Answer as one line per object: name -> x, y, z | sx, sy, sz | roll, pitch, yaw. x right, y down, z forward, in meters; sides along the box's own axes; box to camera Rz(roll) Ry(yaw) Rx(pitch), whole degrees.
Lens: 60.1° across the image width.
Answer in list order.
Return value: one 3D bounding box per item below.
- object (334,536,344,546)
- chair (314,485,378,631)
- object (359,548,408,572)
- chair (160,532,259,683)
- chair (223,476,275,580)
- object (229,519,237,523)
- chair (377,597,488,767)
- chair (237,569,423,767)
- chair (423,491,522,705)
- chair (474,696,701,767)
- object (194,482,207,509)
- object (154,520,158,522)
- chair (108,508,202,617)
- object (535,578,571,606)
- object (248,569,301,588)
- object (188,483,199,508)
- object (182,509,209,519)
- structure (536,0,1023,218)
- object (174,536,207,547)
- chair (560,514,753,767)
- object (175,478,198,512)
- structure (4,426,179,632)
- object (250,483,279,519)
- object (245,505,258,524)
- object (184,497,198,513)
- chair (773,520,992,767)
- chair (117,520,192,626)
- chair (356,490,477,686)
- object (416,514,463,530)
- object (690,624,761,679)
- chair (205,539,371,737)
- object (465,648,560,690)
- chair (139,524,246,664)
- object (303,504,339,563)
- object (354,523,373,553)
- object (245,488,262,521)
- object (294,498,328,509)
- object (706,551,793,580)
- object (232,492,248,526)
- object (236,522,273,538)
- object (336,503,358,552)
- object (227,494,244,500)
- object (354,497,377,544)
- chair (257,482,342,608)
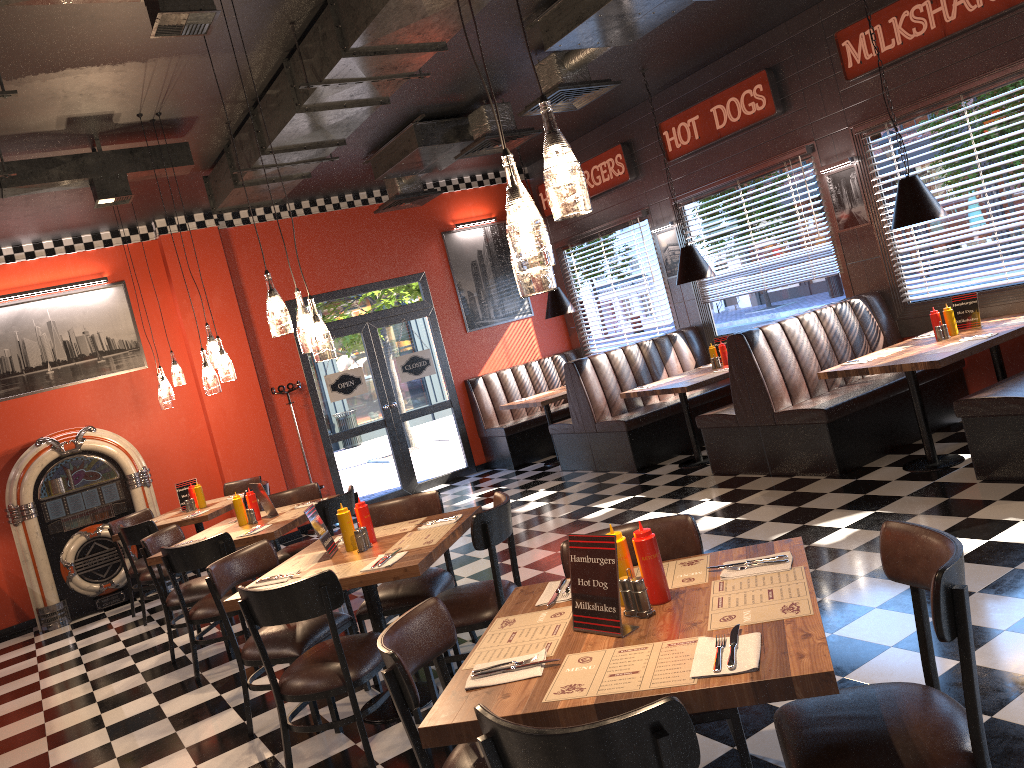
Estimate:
object -> -0.882, 0.814, 4.639 | 0.157, 0.019, 0.256 | -14, 4, 8
chair -> -1.220, 1.179, 5.933 | 0.542, 0.867, 0.488 | -14, 2, 19
object -> -0.560, 0.775, 3.934 | 0.157, 0.019, 0.256 | -13, 4, 18
chair -> -1.825, 1.357, 5.618 | 0.485, 0.867, 0.546 | -14, 2, 10
chair -> -2.558, 1.368, 8.408 | 0.484, 0.867, 0.547 | -14, 2, 25
object -> -1.974, 0.978, 6.498 | 0.157, 0.019, 0.256 | -14, 4, 15
chair -> -0.024, 1.083, 2.594 | 0.543, 0.867, 0.488 | -14, 2, 10
chair -> -0.798, 1.203, 3.853 | 0.485, 0.867, 0.547 | -14, 2, 18
chair -> -0.167, 1.015, 4.224 | 0.543, 0.867, 0.488 | -14, 2, 12
chair -> 0.296, 1.040, 1.969 | 0.484, 0.867, 0.547 | -14, 2, 27
object -> -2.776, 0.984, 7.877 | 0.068, 0.237, 0.067 | -15, 1, -33
object -> -3.186, 1.216, 7.698 | 0.254, 0.019, 0.158 | -13, 4, 18
chair -> -3.202, 1.566, 7.924 | 0.542, 0.867, 0.489 | -14, 2, 25
object -> 0.163, 0.659, 2.821 | 0.157, 0.019, 0.256 | -14, 4, 16
object -> -1.085, 0.900, 4.122 | 0.254, 0.019, 0.158 | -14, 4, 17
object -> -2.850, 1.000, 7.932 | 0.068, 0.237, 0.067 | -15, 1, -33
object -> -2.664, 1.093, 7.499 | 0.157, 0.019, 0.256 | -13, 4, 19
structure -> 3.149, -2.790, 6.752 | 0.120, 0.438, 11.220 | -15, 3, -30
object -> -2.157, 1.061, 5.950 | 0.254, 0.019, 0.158 | -14, 4, 8
chair -> 0.476, 0.933, 2.909 | 0.485, 0.867, 0.546 | -14, 2, 10
object -> -2.920, 1.003, 8.010 | 0.189, 0.257, 0.072 | -15, 1, -20
structure -> -4.122, 1.300, 8.598 | 1.301, 1.766, 0.498 | -16, 2, -30
object -> -1.742, 0.812, 6.227 | 0.073, 0.257, 0.187 | -16, 2, -40
object -> -1.802, 0.898, 6.109 | 0.047, 0.136, 0.093 | -16, 2, -40
object -> -2.849, 1.059, 7.843 | 0.094, 0.136, 0.046 | -16, 2, -30
chair -> 0.947, 0.853, 2.242 | 0.543, 0.867, 0.488 | -14, 2, 10
chair -> -2.894, 1.520, 7.407 | 0.484, 0.867, 0.548 | -13, 2, 35
chair -> -0.554, 1.078, 4.818 | 0.485, 0.867, 0.547 | -14, 2, 15
object -> -0.382, 0.696, 4.459 | 0.254, 0.019, 0.158 | -14, 4, 14
object -> 0.502, 0.619, 2.074 | 0.157, 0.019, 0.256 | -13, 4, 18
chair -> -1.159, 1.255, 4.504 | 0.542, 0.867, 0.489 | -14, 2, 24
object -> 0.006, 0.733, 2.300 | 0.254, 0.019, 0.158 | -14, 4, 10
chair -> -2.212, 1.419, 6.213 | 0.544, 0.867, 0.487 | -14, 2, 8
object -> -0.938, 0.723, 4.360 | 0.072, 0.257, 0.188 | -15, 2, 1
object -> -0.727, 0.736, 4.286 | 0.046, 0.136, 0.094 | -14, 2, 20
object -> -1.816, 0.842, 6.207 | 0.068, 0.237, 0.067 | -15, 1, -24
object -> -1.456, 0.854, 6.343 | 0.254, 0.019, 0.158 | -13, 4, 18
object -> 0.696, 0.534, 2.610 | 0.254, 0.019, 0.158 | -13, 4, 19
object -> -1.896, 0.866, 6.162 | 0.068, 0.237, 0.067 | -15, 1, -24
object -> -1.669, 0.945, 5.774 | 0.157, 0.019, 0.256 | -13, 4, 17
object -> -0.812, 0.700, 4.356 | 0.068, 0.237, 0.067 | -15, 1, -24
object -> -2.478, 1.011, 8.021 | 0.254, 0.019, 0.158 | -14, 4, 16
object -> -0.733, 0.677, 4.401 | 0.068, 0.237, 0.067 | -15, 1, -24
chair -> -1.581, 1.231, 6.584 | 0.487, 0.867, 0.544 | -15, 2, -7
